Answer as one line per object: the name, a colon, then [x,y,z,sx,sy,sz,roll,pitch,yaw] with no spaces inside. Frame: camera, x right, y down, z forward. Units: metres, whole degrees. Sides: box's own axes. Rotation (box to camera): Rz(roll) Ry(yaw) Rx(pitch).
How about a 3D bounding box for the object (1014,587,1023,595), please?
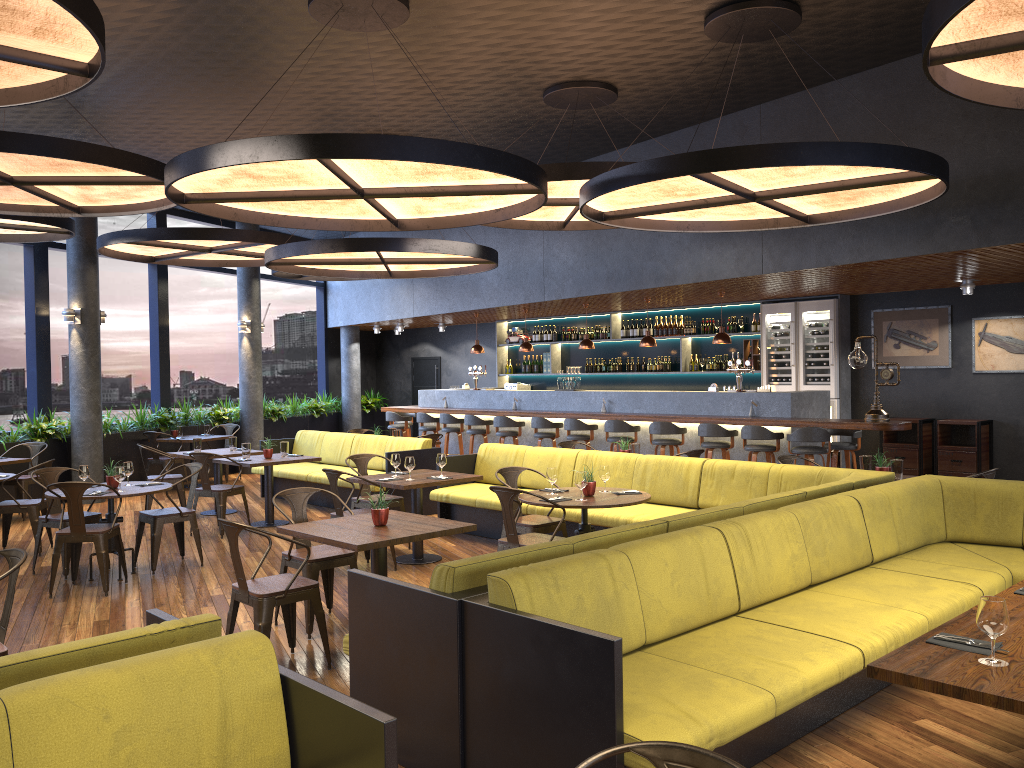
object: [2.218,0.861,3.641,0.157,0.019,0.255,-2,1,-43]

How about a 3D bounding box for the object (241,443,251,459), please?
object: [-3.042,0.767,10.152,0.102,0.178,0.102,-2,1,-38]

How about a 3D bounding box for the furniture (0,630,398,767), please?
furniture: [-0.437,1.271,0.066,3.378,0.916,4.755,-2,1,-44]

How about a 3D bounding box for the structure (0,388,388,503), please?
structure: [-5.842,0.913,13.366,0.808,1.413,17.112,-1,1,21]

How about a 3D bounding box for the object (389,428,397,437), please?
object: [-1.668,0.710,12.458,0.102,0.178,0.102,-1,1,-8]

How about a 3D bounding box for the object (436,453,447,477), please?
object: [-0.649,0.746,8.171,0.097,0.206,0.097,0,1,38]

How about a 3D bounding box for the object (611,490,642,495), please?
object: [0.866,0.835,6.843,0.255,0.019,0.157,-1,1,-11]

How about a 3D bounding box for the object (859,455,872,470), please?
object: [3.030,0.705,7.594,0.102,0.178,0.102,0,1,32]

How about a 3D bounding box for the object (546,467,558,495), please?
object: [0.310,0.750,6.859,0.097,0.206,0.097,-1,1,-19]

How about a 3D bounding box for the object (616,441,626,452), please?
object: [1.176,0.706,9.564,0.102,0.178,0.102,-1,1,-8]

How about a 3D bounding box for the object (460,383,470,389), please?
object: [-0.680,0.028,16.721,0.766,0.106,0.200,-2,1,-44]

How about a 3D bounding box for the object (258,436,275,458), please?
object: [-2.794,0.716,10.189,0.238,0.271,0.260,-1,1,-5]

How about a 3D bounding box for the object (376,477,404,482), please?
object: [-1.085,0.851,7.950,0.255,0.019,0.157,-2,1,-43]

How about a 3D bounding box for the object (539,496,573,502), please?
object: [0.338,0.848,6.555,0.255,0.019,0.157,-2,1,-41]

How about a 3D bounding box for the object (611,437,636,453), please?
object: [1.192,0.663,9.339,0.238,0.271,0.260,-1,1,-22]

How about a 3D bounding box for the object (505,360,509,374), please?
object: [-0.094,-0.334,17.308,0.079,0.281,0.079,-1,1,-25]

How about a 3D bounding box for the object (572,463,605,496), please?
object: [0.586,0.712,6.745,0.238,0.271,0.260,-1,1,-22]

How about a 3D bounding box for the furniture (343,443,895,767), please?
furniture: [0.892,1.163,5.876,7.462,0.914,4.895,0,1,41]

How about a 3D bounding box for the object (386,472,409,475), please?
object: [-1.061,0.844,8.404,0.157,0.019,0.255,-2,1,-43]

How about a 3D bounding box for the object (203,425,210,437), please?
object: [-4.818,0.739,14.008,0.102,0.178,0.102,0,1,38]

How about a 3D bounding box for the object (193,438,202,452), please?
object: [-3.932,0.768,11.088,0.102,0.178,0.102,-1,1,22]

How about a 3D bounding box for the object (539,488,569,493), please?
object: [0.348,0.841,7.030,0.157,0.019,0.255,-2,1,-37]

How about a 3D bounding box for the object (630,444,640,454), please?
object: [1.277,0.710,9.190,0.102,0.178,0.102,0,1,32]

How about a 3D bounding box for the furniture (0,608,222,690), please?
furniture: [-3.631,1.274,3.426,3.372,0.914,4.503,-2,1,-44]

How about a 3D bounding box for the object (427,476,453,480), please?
object: [-0.665,0.843,8.000,0.157,0.019,0.255,-2,1,-43]

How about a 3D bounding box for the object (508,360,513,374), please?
object: [-0.030,-0.334,17.245,0.079,0.281,0.079,-2,1,-40]

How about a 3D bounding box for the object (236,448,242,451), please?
object: [-3.443,0.836,11.350,0.157,0.019,0.255,-2,1,-44]

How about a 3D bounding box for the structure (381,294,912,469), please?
structure: [1.813,0.139,13.563,2.700,2.700,9.298,-2,1,-44]

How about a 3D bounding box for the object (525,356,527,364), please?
object: [0.249,-0.366,16.969,0.094,0.340,0.094,-1,1,-8]

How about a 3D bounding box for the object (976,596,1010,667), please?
object: [1.540,0.790,2.840,0.097,0.206,0.097,-1,1,2]

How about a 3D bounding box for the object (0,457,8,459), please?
object: [-6.206,0.891,10.708,0.255,0.019,0.157,-1,1,22]

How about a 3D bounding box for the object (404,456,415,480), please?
object: [-0.913,0.754,7.930,0.097,0.206,0.097,-2,1,-43]

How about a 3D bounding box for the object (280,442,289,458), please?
object: [-2.633,0.759,10.266,0.102,0.178,0.102,-1,1,12]

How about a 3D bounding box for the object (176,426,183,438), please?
object: [-5.147,0.749,13.739,0.102,0.178,0.102,0,1,28]

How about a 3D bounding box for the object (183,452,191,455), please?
object: [-3.946,0.851,10.915,0.157,0.019,0.255,-2,1,-44]

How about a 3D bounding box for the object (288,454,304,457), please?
object: [-2.553,0.835,10.414,0.157,0.019,0.255,-2,1,-44]

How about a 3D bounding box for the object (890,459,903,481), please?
object: [3.138,0.708,7.234,0.102,0.178,0.102,0,1,32]

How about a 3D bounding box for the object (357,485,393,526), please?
object: [-0.841,0.753,5.582,0.260,0.271,0.238,-1,1,-8]

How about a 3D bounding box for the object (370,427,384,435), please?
object: [-1.829,0.673,12.027,0.238,0.271,0.260,-2,1,-38]

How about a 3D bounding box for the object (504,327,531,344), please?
object: [0.103,-0.932,17.067,0.229,0.319,0.579,-2,1,-44]

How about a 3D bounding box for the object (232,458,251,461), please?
object: [-3.056,0.850,9.980,0.157,0.019,0.255,-2,1,-44]

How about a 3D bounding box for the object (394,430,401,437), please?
object: [-1.554,0.714,12.049,0.102,0.178,0.102,0,1,32]

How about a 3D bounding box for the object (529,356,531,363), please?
object: [0.327,-0.367,16.896,0.094,0.340,0.094,-2,1,-38]

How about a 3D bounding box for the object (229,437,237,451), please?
object: [-3.524,0.760,11.202,0.102,0.178,0.102,-1,1,22]

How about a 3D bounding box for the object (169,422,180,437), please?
object: [-5.335,0.702,13.986,0.260,0.271,0.238,-2,1,-42]

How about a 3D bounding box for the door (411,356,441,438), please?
door: [-1.854,0.435,19.397,0.137,2.056,1.012,-2,1,-44]

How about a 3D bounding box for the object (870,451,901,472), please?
object: [3.061,0.662,7.358,0.260,0.271,0.238,-2,1,-42]

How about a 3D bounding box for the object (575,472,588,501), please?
object: [0.509,0.752,6.530,0.097,0.206,0.097,-1,1,-5]

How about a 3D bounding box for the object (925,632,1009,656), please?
object: [1.560,0.881,3.015,0.157,0.019,0.255,-2,1,-43]

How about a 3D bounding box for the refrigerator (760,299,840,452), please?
refrigerator: [4.184,-0.120,12.723,0.454,2.109,1.159,-2,1,-44]

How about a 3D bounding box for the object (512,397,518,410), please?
object: [0.049,0.306,14.106,0.114,0.203,0.069,-1,1,7]

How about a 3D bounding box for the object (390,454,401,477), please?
object: [-1.080,0.753,8.229,0.097,0.206,0.097,0,1,38]

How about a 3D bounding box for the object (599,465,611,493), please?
object: [0.727,0.742,6.948,0.097,0.206,0.097,-1,1,-2]

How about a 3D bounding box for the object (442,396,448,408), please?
object: [-1.157,0.308,15.356,0.114,0.203,0.069,-1,1,4]

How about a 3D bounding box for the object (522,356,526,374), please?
object: [0.237,-0.364,16.842,0.094,0.340,0.094,-1,1,-21]
